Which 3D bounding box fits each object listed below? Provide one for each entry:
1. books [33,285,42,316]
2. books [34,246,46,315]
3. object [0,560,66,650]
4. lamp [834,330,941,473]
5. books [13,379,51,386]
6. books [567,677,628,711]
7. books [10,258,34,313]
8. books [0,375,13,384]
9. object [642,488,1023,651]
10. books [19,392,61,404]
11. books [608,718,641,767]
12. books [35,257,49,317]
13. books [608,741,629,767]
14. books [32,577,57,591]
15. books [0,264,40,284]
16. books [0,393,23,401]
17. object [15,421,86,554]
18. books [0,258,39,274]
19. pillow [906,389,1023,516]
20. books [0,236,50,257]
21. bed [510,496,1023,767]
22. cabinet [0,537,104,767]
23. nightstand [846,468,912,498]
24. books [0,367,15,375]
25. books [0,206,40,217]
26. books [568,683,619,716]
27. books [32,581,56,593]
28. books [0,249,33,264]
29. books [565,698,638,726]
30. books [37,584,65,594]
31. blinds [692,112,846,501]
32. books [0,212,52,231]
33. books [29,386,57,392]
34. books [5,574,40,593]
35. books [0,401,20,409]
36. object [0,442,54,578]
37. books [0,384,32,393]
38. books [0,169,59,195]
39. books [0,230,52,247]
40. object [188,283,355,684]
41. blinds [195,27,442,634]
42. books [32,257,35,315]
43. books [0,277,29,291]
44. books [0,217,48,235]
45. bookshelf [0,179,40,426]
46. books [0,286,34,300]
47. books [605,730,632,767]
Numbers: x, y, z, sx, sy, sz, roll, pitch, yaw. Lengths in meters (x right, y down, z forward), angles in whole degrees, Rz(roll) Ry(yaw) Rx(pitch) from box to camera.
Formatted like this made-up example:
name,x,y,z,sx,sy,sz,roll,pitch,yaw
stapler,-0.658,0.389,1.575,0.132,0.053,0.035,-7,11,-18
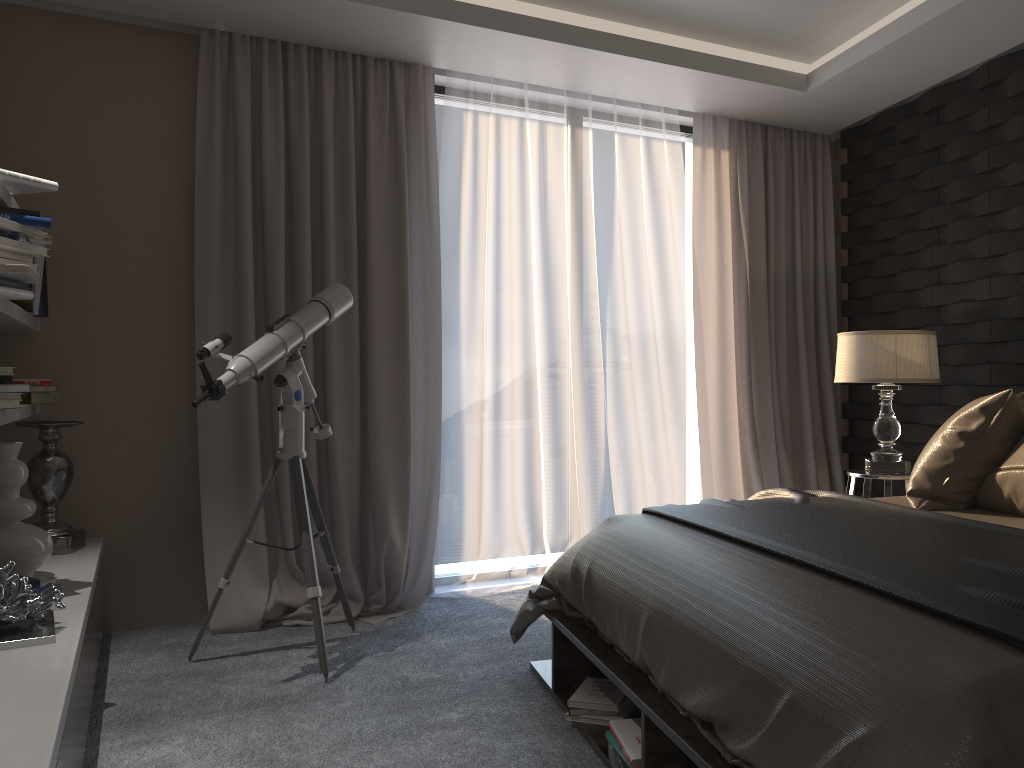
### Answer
name,x,y,z,sx,sy,sz,roll,pitch,yaw
books,-1.839,-0.383,3.238,0.192,0.260,0.024,0,-1,-27
books,-1.833,-0.399,3.216,0.227,0.288,0.020,0,-1,-27
object,-1.291,0.533,2.174,0.338,0.177,0.308,0,0,-30
lamp,1.709,0.083,4.015,0.453,0.631,0.479,0,0,17
books,-1.846,-0.005,3.245,0.262,0.023,0.167,0,0,-30
books,0.270,0.932,2.649,0.150,0.020,0.211,0,0,18
books,-1.808,-0.378,3.111,0.203,0.249,0.041,0,-1,-27
books,-1.562,-0.012,2.459,0.261,0.026,0.155,0,0,-44
object,0.903,0.514,2.284,0.638,0.322,1.988,0,0,-14
books,-1.845,0.050,3.246,0.249,0.043,0.192,0,0,-1
books,0.357,0.907,2.238,0.179,0.023,0.245,0,0,-8
books,-1.839,-0.375,3.298,0.176,0.245,0.084,0,0,-26
books,0.359,0.963,2.236,0.195,0.043,0.245,0,0,-5
books,-1.509,0.594,2.508,0.256,0.011,0.315,0,0,-5
books,-1.523,-0.323,2.563,0.234,0.027,0.298,0,0,-25
books,-1.528,0.036,2.493,0.206,0.021,0.257,0,0,-40
object,-1.722,0.381,3.282,0.227,0.482,0.211,0,0,-16
books,-1.556,-0.347,2.545,0.196,0.028,0.266,0,0,8
pillow,1.725,0.134,2.596,0.926,0.518,1.222,0,0,-13
books,-1.534,-0.399,2.527,0.224,0.027,0.311,0,0,1
bed,1.350,0.692,2.428,2.366,0.624,2.220,0,0,-15
cabinet,-1.019,0.807,1.456,0.471,0.370,4.369,0,0,-23
nightstand,1.710,0.701,3.995,0.556,0.603,0.546,0,0,-3
books,-1.531,-0.036,2.473,0.182,0.023,0.217,0,0,-45
books,-1.561,-0.502,2.574,0.166,0.028,0.278,0,0,41
books,0.250,0.953,2.665,0.147,0.023,0.222,0,0,5
books,-1.505,0.605,2.516,0.258,0.011,0.312,0,0,-10
books,-1.556,-0.374,2.532,0.189,0.031,0.283,0,0,2
books,0.287,0.973,2.657,0.168,0.019,0.253,0,0,23
books,-1.496,0.616,2.516,0.254,0.011,0.318,0,0,0
blinds,1.504,-0.317,4.971,1.046,2.641,0.325,0,-1,-26
books,-1.525,-0.475,2.546,0.183,0.027,0.291,0,0,41
books,-1.847,0.018,3.245,0.239,0.023,0.182,0,0,25
books,-1.504,0.575,2.462,0.166,0.028,0.275,0,0,35
books,-1.531,0.059,2.471,0.175,0.025,0.226,0,0,-4
object,-1.604,0.403,2.779,0.277,0.432,0.253,0,0,-26
books,-1.522,0.013,2.487,0.183,0.025,0.256,0,0,-3
books,-1.516,-0.595,2.555,0.198,0.027,0.280,0,0,21
books,-1.510,-0.425,2.557,0.175,0.026,0.258,0,0,40
object,-0.823,0.305,3.176,0.644,1.406,0.570,0,0,-24
blinds,-0.783,-0.307,3.789,1.097,2.642,0.342,0,-1,-25
books,-1.833,-0.369,3.188,0.181,0.229,0.024,0,-1,-27
books,-1.562,-0.295,2.527,0.190,0.031,0.280,0,0,-3
books,-1.522,-0.450,2.537,0.211,0.022,0.287,0,0,-4
bookshelf,-1.131,0.021,1.428,0.241,1.203,4.331,0,0,-23
books,-1.552,-0.268,2.518,0.198,0.028,0.263,0,0,3
books,0.357,0.930,2.238,0.180,0.023,0.243,0,0,-13
